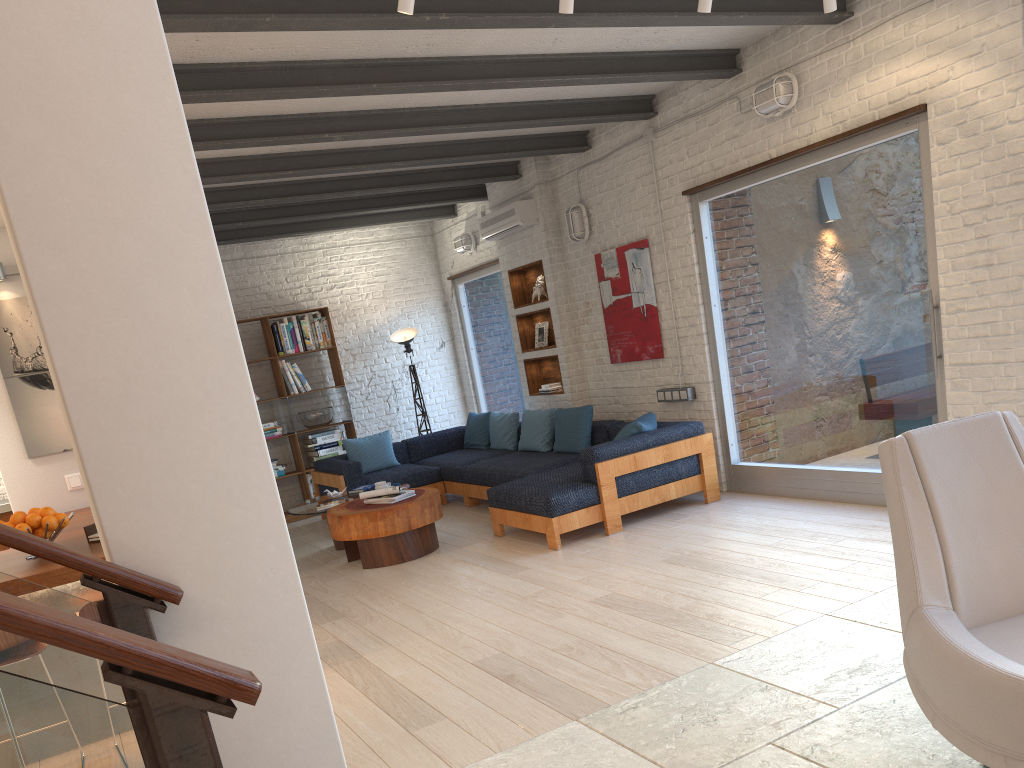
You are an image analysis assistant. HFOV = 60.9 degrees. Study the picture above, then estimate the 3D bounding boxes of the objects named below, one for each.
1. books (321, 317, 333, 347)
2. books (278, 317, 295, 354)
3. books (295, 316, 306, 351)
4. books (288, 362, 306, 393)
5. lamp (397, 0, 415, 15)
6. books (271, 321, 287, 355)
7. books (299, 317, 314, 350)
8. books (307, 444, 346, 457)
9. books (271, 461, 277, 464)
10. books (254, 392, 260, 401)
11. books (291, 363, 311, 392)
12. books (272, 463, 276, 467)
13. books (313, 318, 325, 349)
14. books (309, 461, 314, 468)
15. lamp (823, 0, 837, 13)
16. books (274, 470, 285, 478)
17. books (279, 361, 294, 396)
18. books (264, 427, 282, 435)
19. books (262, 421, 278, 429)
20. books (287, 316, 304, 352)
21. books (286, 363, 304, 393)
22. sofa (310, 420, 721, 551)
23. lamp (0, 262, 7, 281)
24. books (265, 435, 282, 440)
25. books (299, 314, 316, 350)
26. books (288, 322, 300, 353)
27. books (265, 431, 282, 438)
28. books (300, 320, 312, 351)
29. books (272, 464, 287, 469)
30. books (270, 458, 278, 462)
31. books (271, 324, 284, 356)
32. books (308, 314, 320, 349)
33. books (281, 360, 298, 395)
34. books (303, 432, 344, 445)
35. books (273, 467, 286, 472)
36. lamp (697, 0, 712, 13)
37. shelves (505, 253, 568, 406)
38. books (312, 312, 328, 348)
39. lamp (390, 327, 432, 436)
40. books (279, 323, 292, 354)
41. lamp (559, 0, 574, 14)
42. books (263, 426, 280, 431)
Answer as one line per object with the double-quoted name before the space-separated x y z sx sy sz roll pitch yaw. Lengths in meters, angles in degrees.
"books" -2.082 -0.565 9.659 0.054 0.339 0.252 -17 11 -28
"books" -2.445 -0.514 9.452 0.036 0.395 0.241 -17 12 -28
"books" -2.334 -0.538 9.512 0.036 0.395 0.241 -17 12 -28
"books" -2.392 -0.066 9.555 0.122 0.359 0.269 -16 11 -27
"lamp" -0.399 -1.450 3.283 0.086 0.133 0.057 -4 13 32
"books" -2.523 -0.484 9.430 0.020 0.370 0.269 -17 11 -28
"books" -2.258 -0.540 9.551 0.020 0.370 0.269 -17 11 -28
"books" -2.078 0.748 9.803 0.369 0.066 0.244 -13 5 -40
"books" -2.707 0.878 9.529 0.231 0.019 0.170 -13 4 -34
"books" -2.858 0.047 9.337 0.191 0.328 0.252 -16 11 -27
"books" -2.342 -0.066 9.565 0.155 0.339 0.252 -16 11 -27
"books" -2.694 0.903 9.532 0.202 0.035 0.131 -12 4 -27
"books" -2.156 -0.547 9.598 0.054 0.339 0.252 -17 11 -28
"books" -2.064 0.869 9.823 0.371 0.066 0.243 -13 4 -32
"lamp" 1.545 -1.867 4.242 0.060 0.133 0.084 -6 11 22
"books" -2.661 1.000 9.538 0.323 0.057 0.251 -12 4 -17
"books" -2.494 -0.062 9.507 0.099 0.395 0.241 -17 12 -28
"books" -2.709 0.528 9.438 0.371 0.037 0.243 -13 4 -33
"books" -2.724 0.462 9.441 0.321 0.057 0.252 -12 4 -24
"books" -2.361 -0.531 9.487 0.036 0.395 0.241 -17 12 -28
"books" -2.406 -0.062 9.538 0.122 0.359 0.269 -16 11 -27
"sofa" -0.266 0.847 7.970 2.040 0.679 3.924 -13 4 -28
"lamp" -3.224 -0.703 5.462 0.080 0.107 0.077 -10 9 1
"books" -2.705 0.594 9.464 0.349 0.021 0.270 -12 3 -27
"books" -2.241 -0.559 9.573 0.036 0.395 0.241 -17 12 -28
"books" -2.406 -0.495 9.491 0.054 0.339 0.252 -17 11 -28
"books" -2.715 0.567 9.448 0.371 0.037 0.243 -13 4 -31
"books" -2.281 -0.520 9.525 0.054 0.339 0.252 -17 11 -28
"books" -2.677 0.927 9.518 0.371 0.019 0.244 -13 4 -34
"books" -2.695 0.850 9.510 0.247 0.017 0.161 -12 3 -27
"books" -2.554 -0.463 9.418 0.054 0.339 0.252 -17 11 -28
"books" -2.203 -0.566 9.577 0.036 0.395 0.241 -17 12 -28
"books" -2.450 -0.069 9.503 0.101 0.395 0.241 -17 12 -27
"books" -2.114 0.608 9.786 0.371 0.066 0.243 -13 4 -32
"books" -2.691 0.958 9.526 0.373 0.037 0.242 -12 4 -27
"lamp" 0.866 -1.727 3.912 0.060 0.124 0.085 -16 11 -25
"shelves" 0.316 -0.510 8.591 0.188 1.469 0.759 -17 13 -28
"books" -2.122 -0.583 9.617 0.036 0.395 0.241 -17 12 -28
"lamp" -0.846 0.242 9.989 0.873 1.900 0.486 -3 14 34
"books" -2.479 -0.478 9.435 0.054 0.339 0.252 -17 11 -28
"lamp" 0.224 -1.584 3.595 0.060 0.133 0.085 -16 11 -25
"books" -2.726 0.501 9.448 0.349 0.021 0.270 -12 3 -28
